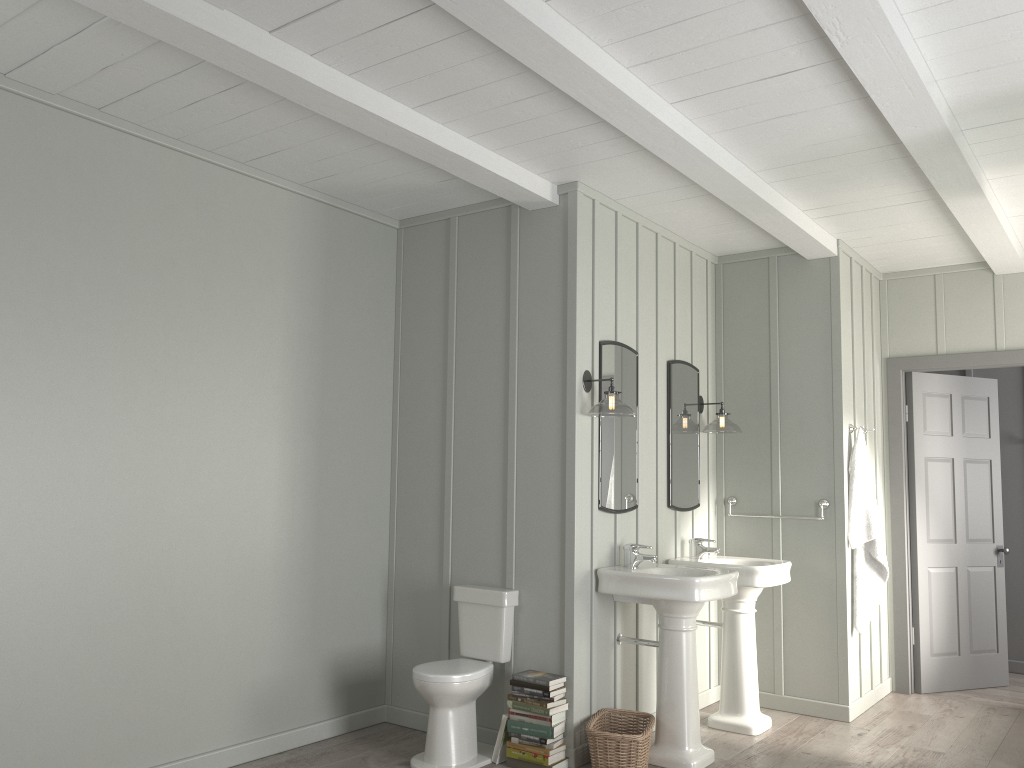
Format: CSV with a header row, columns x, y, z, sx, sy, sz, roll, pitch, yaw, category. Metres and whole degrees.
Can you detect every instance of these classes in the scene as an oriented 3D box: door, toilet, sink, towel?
x,y,z,sx,sy,sz,roll,pitch,yaw,category
0.904,0.601,3.329,4.409,2.193,7.523,-3,-8,36,door
-0.245,1.382,4.199,0.343,0.786,0.507,-3,-7,36,toilet
1.223,1.378,4.916,0.587,1.012,0.551,-3,-7,36,sink
0.765,1.297,4.283,0.587,1.012,0.551,-3,-7,36,sink
2.094,0.857,5.170,0.167,1.202,0.308,-4,-7,41,towel

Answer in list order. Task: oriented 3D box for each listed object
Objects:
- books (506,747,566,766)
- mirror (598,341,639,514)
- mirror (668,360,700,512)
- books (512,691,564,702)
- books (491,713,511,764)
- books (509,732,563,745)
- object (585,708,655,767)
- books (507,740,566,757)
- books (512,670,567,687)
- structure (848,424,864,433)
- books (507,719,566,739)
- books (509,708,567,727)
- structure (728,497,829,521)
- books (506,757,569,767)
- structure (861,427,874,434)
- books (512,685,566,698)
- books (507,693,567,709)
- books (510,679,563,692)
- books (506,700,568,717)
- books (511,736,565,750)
x,y,z,sx,sy,sz,roll,pitch,yaw,category
0.111,1.699,4.073,0.230,0.041,0.157,-3,-8,34,books
0.551,0.222,4.543,0.015,0.883,0.410,-3,-7,36,mirror
1.012,0.303,5.179,0.015,0.883,0.410,-3,-7,36,mirror
0.125,1.437,4.103,0.213,0.025,0.146,-2,-7,26,books
-0.013,1.664,4.173,0.095,0.235,0.164,-3,-7,36,books
0.112,1.618,4.080,0.214,0.024,0.145,-3,-8,36,books
0.504,1.669,4.086,0.298,0.220,0.456,-1,-6,17,object
0.113,1.666,4.078,0.240,0.024,0.143,-3,-8,36,books
0.127,1.362,4.097,0.214,0.024,0.145,-4,-8,38,books
2.050,0.265,5.257,0.082,0.056,0.055,-3,-7,36,structure
0.115,1.581,4.088,0.235,0.053,0.154,-2,-7,27,books
0.119,1.529,4.097,0.230,0.051,0.150,-3,-7,32,books
1.585,0.747,5.317,0.623,0.122,0.053,-4,-7,37,structure
0.119,1.745,4.076,0.247,0.049,0.158,-3,-8,34,books
2.193,0.290,5.454,0.082,0.056,0.055,-3,-7,36,structure
0.126,1.411,4.092,0.214,0.024,0.145,-3,-8,36,books
0.116,1.460,4.098,0.241,0.024,0.143,-4,-9,42,books
0.117,1.387,4.101,0.214,0.024,0.145,-3,-8,33,books
0.118,1.487,4.094,0.243,0.032,0.164,-3,-8,36,books
0.122,1.643,4.084,0.213,0.025,0.145,-2,-7,27,books
